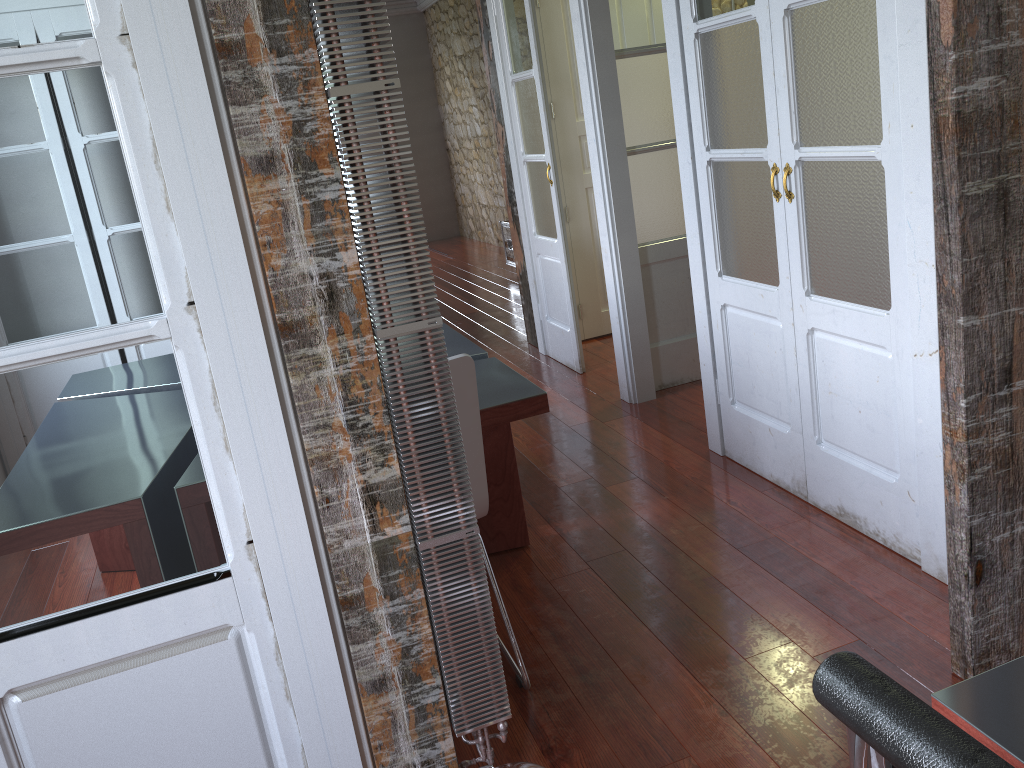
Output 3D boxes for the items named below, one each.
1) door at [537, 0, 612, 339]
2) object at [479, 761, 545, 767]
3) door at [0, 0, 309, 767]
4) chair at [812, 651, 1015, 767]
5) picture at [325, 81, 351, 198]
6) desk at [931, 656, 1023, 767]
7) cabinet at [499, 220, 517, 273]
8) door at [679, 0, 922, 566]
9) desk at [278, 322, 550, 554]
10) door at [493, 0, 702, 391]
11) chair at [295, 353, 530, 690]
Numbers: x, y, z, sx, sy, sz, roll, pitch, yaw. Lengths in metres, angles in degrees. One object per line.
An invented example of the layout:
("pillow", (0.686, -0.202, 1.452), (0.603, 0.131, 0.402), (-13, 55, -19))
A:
("door", (0.668, -1.425, 5.314), (0.871, 2.190, 0.147), (-13, 15, -16))
("object", (0.021, 0.861, 1.600), (0.222, 0.378, 0.236), (-20, 19, -37))
("door", (-0.991, 0.084, 1.325), (1.164, 2.153, 0.041), (-13, 15, -16))
("chair", (0.622, 0.641, 0.642), (0.700, 1.010, 0.673), (-12, 15, -12))
("picture", (-2.766, -3.025, 10.457), (1.585, 1.962, 0.128), (-14, 15, -16))
("desk", (1.891, 0.541, 0.798), (2.515, 0.718, 1.314), (-14, 17, -16))
("cabinet", (0.377, -1.110, 7.405), (0.490, 0.503, 1.438), (-13, 17, -16))
("door", (0.849, -0.636, 2.729), (0.041, 2.151, 1.068), (-13, 15, -16))
("desk", (-0.803, 0.301, 3.114), (1.450, 0.645, 1.730), (-14, 17, -16))
("door", (0.297, -1.074, 4.460), (0.487, 2.154, 1.191), (-21, 19, -40))
("chair", (-0.308, 0.348, 2.267), (0.477, 0.907, 0.607), (-13, 15, -16))
